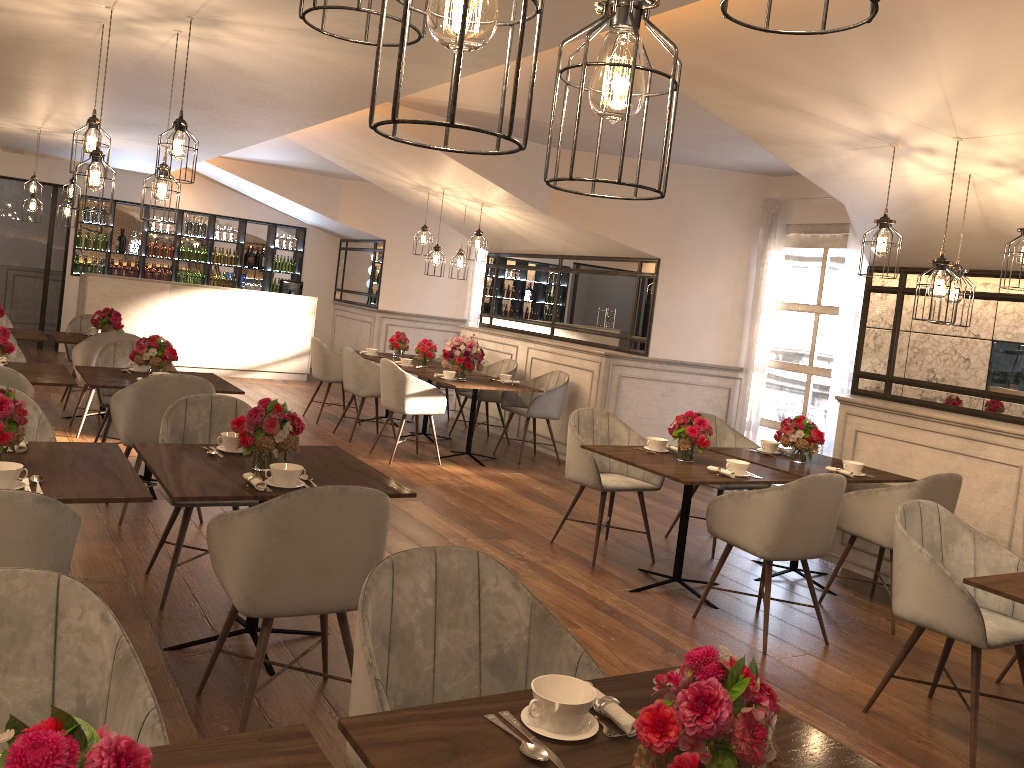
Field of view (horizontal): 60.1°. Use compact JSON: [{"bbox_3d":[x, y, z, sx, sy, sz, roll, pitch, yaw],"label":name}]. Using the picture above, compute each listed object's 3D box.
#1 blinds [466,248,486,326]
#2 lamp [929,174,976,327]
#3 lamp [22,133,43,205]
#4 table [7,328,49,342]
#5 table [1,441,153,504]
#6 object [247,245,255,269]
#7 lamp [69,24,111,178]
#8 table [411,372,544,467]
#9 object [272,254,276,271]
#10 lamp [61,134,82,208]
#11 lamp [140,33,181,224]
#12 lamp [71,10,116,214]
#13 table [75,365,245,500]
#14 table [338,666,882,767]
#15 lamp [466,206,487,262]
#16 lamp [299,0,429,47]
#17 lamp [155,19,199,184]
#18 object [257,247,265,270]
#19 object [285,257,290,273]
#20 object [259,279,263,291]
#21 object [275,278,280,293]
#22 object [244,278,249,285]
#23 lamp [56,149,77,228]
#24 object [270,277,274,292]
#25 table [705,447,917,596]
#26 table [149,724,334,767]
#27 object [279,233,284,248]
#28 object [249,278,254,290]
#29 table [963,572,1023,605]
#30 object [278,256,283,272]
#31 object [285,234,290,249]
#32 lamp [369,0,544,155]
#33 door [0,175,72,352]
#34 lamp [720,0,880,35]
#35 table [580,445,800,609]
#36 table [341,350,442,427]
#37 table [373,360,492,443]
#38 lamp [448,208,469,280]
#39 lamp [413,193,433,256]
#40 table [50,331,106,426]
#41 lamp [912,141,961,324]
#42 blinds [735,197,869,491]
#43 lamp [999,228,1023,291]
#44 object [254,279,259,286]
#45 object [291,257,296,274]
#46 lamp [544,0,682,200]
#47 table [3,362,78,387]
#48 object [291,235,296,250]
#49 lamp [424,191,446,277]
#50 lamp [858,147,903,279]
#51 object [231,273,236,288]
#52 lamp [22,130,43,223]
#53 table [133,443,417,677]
[{"bbox_3d":[-0.292,-1.079,12.348,0.133,2.692,1.387,5,3,-32],"label":"blinds"},{"bbox_3d":[2.280,-1.314,4.328,0.174,2.066,0.176,6,3,-30],"label":"lamp"},{"bbox_3d":[-4.954,-2.927,9.316,0.174,2.066,0.176,6,3,-30],"label":"lamp"},{"bbox_3d":[-4.435,-0.086,7.386,0.894,0.719,0.901,4,5,-32],"label":"table"},{"bbox_3d":[-1.835,0.642,3.077,0.894,0.719,0.901,4,5,-32],"label":"table"},{"bbox_3d":[-4.064,-1.984,13.810,0.104,0.359,0.104,8,3,20],"label":"object"},{"bbox_3d":[-2.048,-2.094,4.497,0.174,2.066,0.176,6,3,-30],"label":"lamp"},{"bbox_3d":[-0.367,0.331,8.102,0.894,0.719,0.901,4,5,-32],"label":"table"},{"bbox_3d":[-3.772,-1.921,14.021,0.066,0.263,0.065,9,3,37],"label":"object"},{"bbox_3d":[-4.405,-2.834,9.033,0.174,2.066,0.176,6,3,-30],"label":"lamp"},{"bbox_3d":[-1.691,-1.856,4.501,0.174,2.066,0.176,6,3,-30],"label":"lamp"},{"bbox_3d":[-1.902,-1.855,4.224,0.174,2.066,0.176,6,3,-30],"label":"lamp"},{"bbox_3d":[-2.346,0.320,5.775,0.894,0.719,0.901,4,5,-32],"label":"table"},{"bbox_3d":[0.255,1.048,1.465,0.894,0.719,0.901,4,5,-32],"label":"table"},{"bbox_3d":[-0.230,-2.216,8.517,0.174,2.066,0.176,6,3,-30],"label":"lamp"},{"bbox_3d":[-0.098,-1.547,1.264,0.174,2.066,0.176,6,3,-30],"label":"lamp"},{"bbox_3d":[-1.499,-2.001,4.214,0.174,2.066,0.176,6,3,-30],"label":"lamp"},{"bbox_3d":[-3.929,-1.977,13.889,0.104,0.358,0.104,7,2,-4],"label":"object"},{"bbox_3d":[-3.584,-1.909,14.136,0.066,0.261,0.065,9,3,37],"label":"object"},{"bbox_3d":[-3.955,-1.541,13.952,0.065,0.207,0.065,7,3,14],"label":"object"},{"bbox_3d":[-3.721,-1.556,14.092,0.066,0.261,0.065,9,3,37],"label":"object"},{"bbox_3d":[-4.153,-1.553,13.830,0.065,0.207,0.065,7,3,14],"label":"object"},{"bbox_3d":[-4.597,-2.689,9.320,0.174,2.066,0.176,6,3,-30],"label":"lamp"},{"bbox_3d":[-3.815,-1.562,14.034,0.066,0.263,0.065,9,3,37],"label":"object"},{"bbox_3d":[1.778,0.843,5.466,0.894,0.719,0.901,4,5,-32],"label":"table"},{"bbox_3d":[-0.560,0.999,0.965,0.894,0.719,0.901,4,5,-32],"label":"table"},{"bbox_3d":[-3.649,-2.266,14.020,0.070,0.235,0.041,5,3,-32],"label":"object"},{"bbox_3d":[-4.087,-1.549,13.871,0.065,0.207,0.065,7,3,14],"label":"object"},{"bbox_3d":[2.158,1.129,2.985,0.894,0.719,0.901,4,5,-32],"label":"table"},{"bbox_3d":[-3.678,-1.915,14.078,0.066,0.261,0.065,9,3,37],"label":"object"},{"bbox_3d":[-3.564,-2.261,14.073,0.070,0.235,0.041,5,3,-32],"label":"object"},{"bbox_3d":[0.048,-1.308,0.991,0.174,2.066,0.176,6,3,-30],"label":"lamp"},{"bbox_3d":[-7.225,-1.680,12.003,2.101,2.329,0.275,5,3,-32],"label":"door"},{"bbox_3d":[0.451,-1.454,0.981,0.174,2.066,0.176,6,3,-30],"label":"lamp"},{"bbox_3d":[0.963,0.794,4.967,0.894,0.719,0.901,4,5,-32],"label":"table"},{"bbox_3d":[-1.333,0.060,9.703,0.894,0.719,0.901,4,5,-32],"label":"table"},{"bbox_3d":[-0.850,0.196,8.903,0.894,0.719,0.901,4,5,-32],"label":"table"},{"bbox_3d":[-0.422,-2.071,8.804,0.174,2.066,0.176,6,3,-30],"label":"lamp"},{"bbox_3d":[-0.779,-2.309,8.800,0.174,2.066,0.176,6,3,-30],"label":"lamp"},{"bbox_3d":[-3.620,-0.037,7.886,0.894,0.719,0.901,4,5,-32],"label":"table"},{"bbox_3d":[2.069,-1.313,4.050,0.174,2.066,0.176,6,3,-30],"label":"lamp"},{"bbox_3d":[2.528,-0.289,7.673,0.133,2.692,1.387,5,3,-32],"label":"blinds"},{"bbox_3d":[2.472,-1.459,4.040,0.174,2.066,0.176,6,3,-30],"label":"lamp"},{"bbox_3d":[-4.021,-1.545,13.911,0.065,0.207,0.065,7,3,14],"label":"object"},{"bbox_3d":[-3.490,-1.904,14.193,0.066,0.261,0.065,9,3,37],"label":"object"},{"bbox_3d":[0.260,-1.310,1.269,0.174,2.066,0.176,6,3,-30],"label":"lamp"},{"bbox_3d":[-3.161,0.271,5.274,0.894,0.719,0.901,4,5,-32],"label":"table"},{"bbox_3d":[-3.478,-2.256,14.125,0.070,0.235,0.041,5,3,-32],"label":"object"},{"bbox_3d":[-0.633,-2.070,8.527,0.174,2.066,0.176,6,3,-30],"label":"lamp"},{"bbox_3d":[1.923,-1.552,4.323,0.174,2.066,0.176,6,3,-30],"label":"lamp"},{"bbox_3d":[-4.308,-1.591,13.731,0.066,0.261,0.065,9,3,37],"label":"object"},{"bbox_3d":[-4.808,-2.688,9.043,0.174,2.066,0.176,6,3,-30],"label":"lamp"},{"bbox_3d":[-1.020,0.691,3.577,0.894,0.719,0.901,4,5,-32],"label":"table"}]
